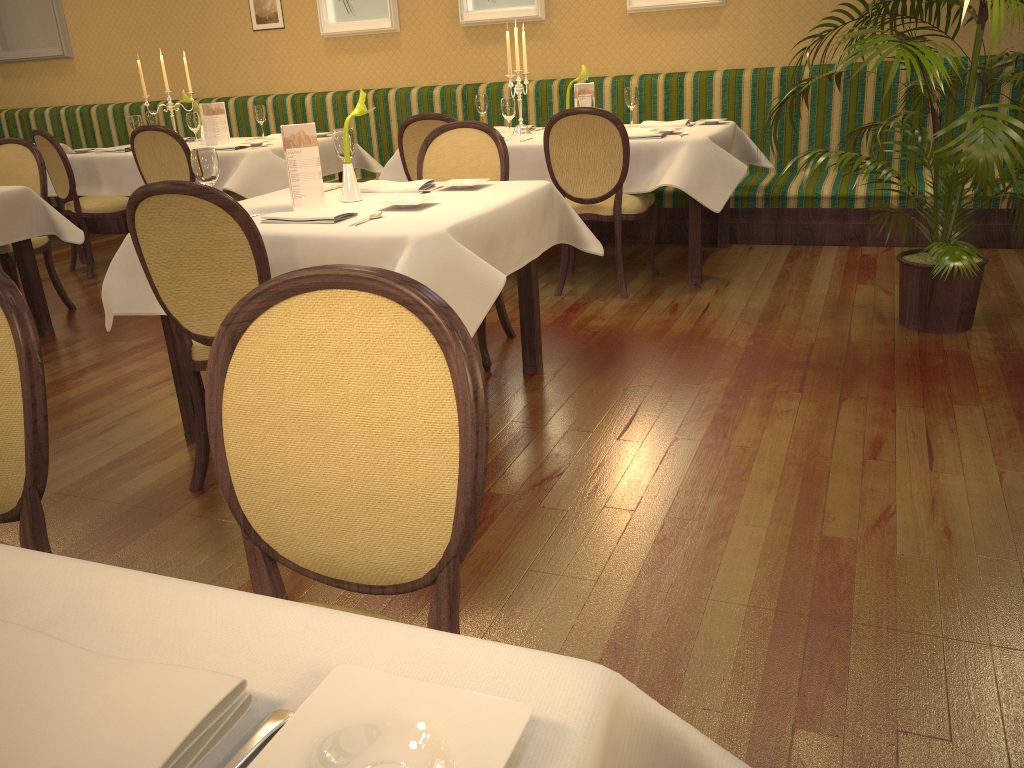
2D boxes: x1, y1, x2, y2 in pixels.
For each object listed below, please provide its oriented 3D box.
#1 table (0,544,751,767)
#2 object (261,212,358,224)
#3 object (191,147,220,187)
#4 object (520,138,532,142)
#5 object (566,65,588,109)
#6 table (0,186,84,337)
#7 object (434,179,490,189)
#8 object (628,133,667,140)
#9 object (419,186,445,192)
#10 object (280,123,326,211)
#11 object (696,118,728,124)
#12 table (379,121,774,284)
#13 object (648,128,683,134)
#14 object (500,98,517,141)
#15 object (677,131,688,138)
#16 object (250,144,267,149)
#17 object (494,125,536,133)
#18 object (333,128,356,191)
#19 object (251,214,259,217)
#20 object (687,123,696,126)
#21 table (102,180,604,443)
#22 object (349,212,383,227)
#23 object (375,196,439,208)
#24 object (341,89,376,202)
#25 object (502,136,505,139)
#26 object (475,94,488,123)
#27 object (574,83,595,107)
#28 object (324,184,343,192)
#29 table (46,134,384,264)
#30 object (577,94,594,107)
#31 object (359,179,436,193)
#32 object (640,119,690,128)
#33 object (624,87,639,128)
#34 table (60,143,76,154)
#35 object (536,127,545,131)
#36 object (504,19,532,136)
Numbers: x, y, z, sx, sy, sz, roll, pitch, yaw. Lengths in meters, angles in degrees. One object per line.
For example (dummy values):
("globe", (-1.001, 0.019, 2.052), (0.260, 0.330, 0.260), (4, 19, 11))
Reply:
("table", (-0.887, 0.690, 0.669), (2.152, 0.759, 1.385), (5, 22, 22))
("object", (-0.643, -0.532, 2.816), (0.273, 0.024, 0.142), (5, 22, 22))
("object", (-0.990, -0.652, 2.899), (0.088, 0.229, 0.088), (-11, 21, -18))
("object", (0.084, -1.373, 4.971), (0.017, 0.010, 0.185), (5, 22, 22))
("object", (0.368, -1.667, 5.190), (0.163, 0.375, 0.076), (0, 21, 9))
("table", (-3.029, -0.472, 4.192), (1.395, 0.759, 1.389), (5, 22, 23))
("object", (-0.180, -0.735, 3.277), (0.160, 0.024, 0.160), (5, 22, 22))
("object", (0.667, -1.305, 4.670), (0.273, 0.024, 0.142), (5, 22, 22))
("object", (-0.292, -0.723, 3.277), (0.038, 0.015, 0.181), (5, 22, 23))
("object", (-0.742, -0.744, 3.039), (0.081, 0.277, 0.166), (7, 23, 28))
("object", (1.171, -1.534, 5.196), (0.160, 0.024, 0.160), (5, 22, 22))
("table", (0.371, -1.101, 5.283), (2.152, 0.759, 1.385), (5, 22, 22))
("object", (0.834, -1.363, 4.794), (0.160, 0.024, 0.160), (5, 22, 22))
("object", (-0.016, -1.485, 4.978), (0.088, 0.229, 0.088), (-11, 21, -18))
("object", (0.889, -1.305, 4.638), (0.038, 0.015, 0.181), (5, 22, 23))
("object", (-1.613, -1.507, 5.631), (0.038, 0.015, 0.181), (5, 22, 23))
("object", (-0.003, -1.606, 5.593), (0.273, 0.033, 0.142), (5, 22, 22))
("object", (-0.634, -0.861, 3.400), (0.088, 0.229, 0.088), (-11, 21, -18))
("object", (-0.886, -0.542, 2.901), (0.017, 0.010, 0.185), (5, 22, 22))
("object", (1.059, -1.523, 5.196), (0.038, 0.015, 0.181), (5, 22, 23))
("table", (-0.528, -0.270, 3.199), (1.395, 0.759, 1.389), (5, 22, 23))
("object", (-0.449, -0.504, 2.714), (0.038, 0.015, 0.181), (5, 22, 23))
("object", (-0.345, -0.595, 2.929), (0.160, 0.024, 0.160), (5, 22, 22))
("object", (-0.548, -0.837, 3.111), (0.076, 0.375, 0.163), (15, 28, 41))
("object", (-0.194, -1.398, 5.063), (0.273, 0.033, 0.142), (5, 22, 22))
("object", (-0.190, -1.735, 5.683), (0.088, 0.229, 0.088), (-11, 21, -18))
("object", (0.394, -1.573, 5.079), (0.081, 0.277, 0.166), (12, 26, 37))
("object", (-0.707, -0.762, 3.462), (0.017, 0.010, 0.185), (5, 22, 23))
("table", (-2.131, -1.303, 6.277), (2.152, 0.759, 1.385), (5, 22, 22))
("object", (0.396, -1.426, 4.745), (0.088, 0.229, 0.088), (-11, 21, -18))
("object", (-0.441, -0.747, 3.349), (0.273, 0.033, 0.142), (5, 22, 22))
("object", (0.910, -1.547, 5.268), (0.273, 0.033, 0.142), (5, 22, 22))
("object", (0.717, -1.660, 5.319), (0.088, 0.229, 0.088), (-11, 21, -18))
("table", (-4.637, -1.505, 7.272), (2.152, 0.759, 1.385), (5, 22, 22))
("object", (0.176, -1.599, 5.566), (0.017, 0.010, 0.185), (5, 22, 23))
("object", (0.038, -1.805, 5.229), (0.131, 0.655, 0.390), (7, 23, 27))
